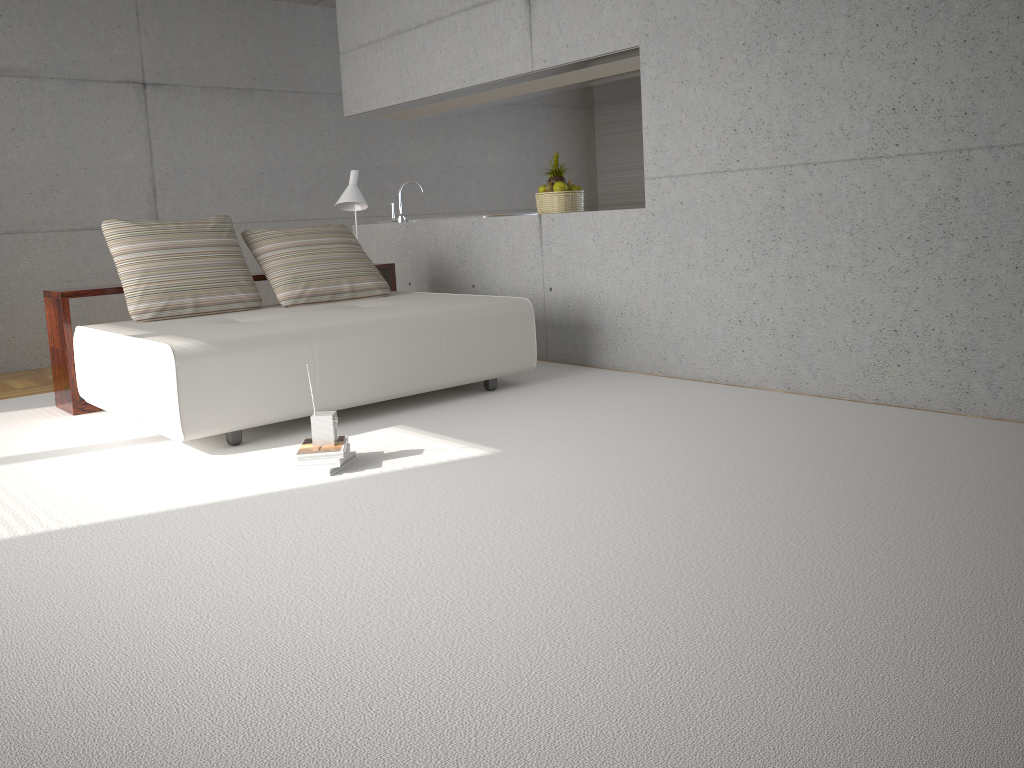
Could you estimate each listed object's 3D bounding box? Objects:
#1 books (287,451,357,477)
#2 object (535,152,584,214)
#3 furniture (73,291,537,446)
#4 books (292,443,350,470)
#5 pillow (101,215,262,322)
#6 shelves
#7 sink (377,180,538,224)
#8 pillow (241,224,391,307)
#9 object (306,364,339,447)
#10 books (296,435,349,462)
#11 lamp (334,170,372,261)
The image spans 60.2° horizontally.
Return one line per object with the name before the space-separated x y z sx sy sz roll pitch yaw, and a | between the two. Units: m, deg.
books | -0.791 0.332 3.702 0.189 0.032 0.268 0 11 14
object | 0.334 -1.464 6.428 0.334 0.438 0.372 2 10 35
furniture | -1.182 -0.167 5.174 2.183 0.517 1.619 -12 13 -39
books | -0.793 0.301 3.698 0.189 0.032 0.267 -3 11 -1
pillow | -1.983 -0.717 5.371 0.806 0.604 0.492 -11 11 -40
shelves | -1.821 -0.372 5.929 2.266 0.709 0.401 -12 11 -40
sink | -0.503 -1.468 7.458 0.771 0.535 1.710 -11 13 -39
pillow | -1.296 -0.800 5.884 0.812 0.512 0.580 -11 11 -39
object | -0.789 0.080 3.635 0.090 0.363 0.187 -3 7 1
books | -0.790 0.268 3.701 0.189 0.032 0.267 -4 11 -5
lamp | -1.145 -1.225 6.495 0.244 0.694 0.326 1 8 31
